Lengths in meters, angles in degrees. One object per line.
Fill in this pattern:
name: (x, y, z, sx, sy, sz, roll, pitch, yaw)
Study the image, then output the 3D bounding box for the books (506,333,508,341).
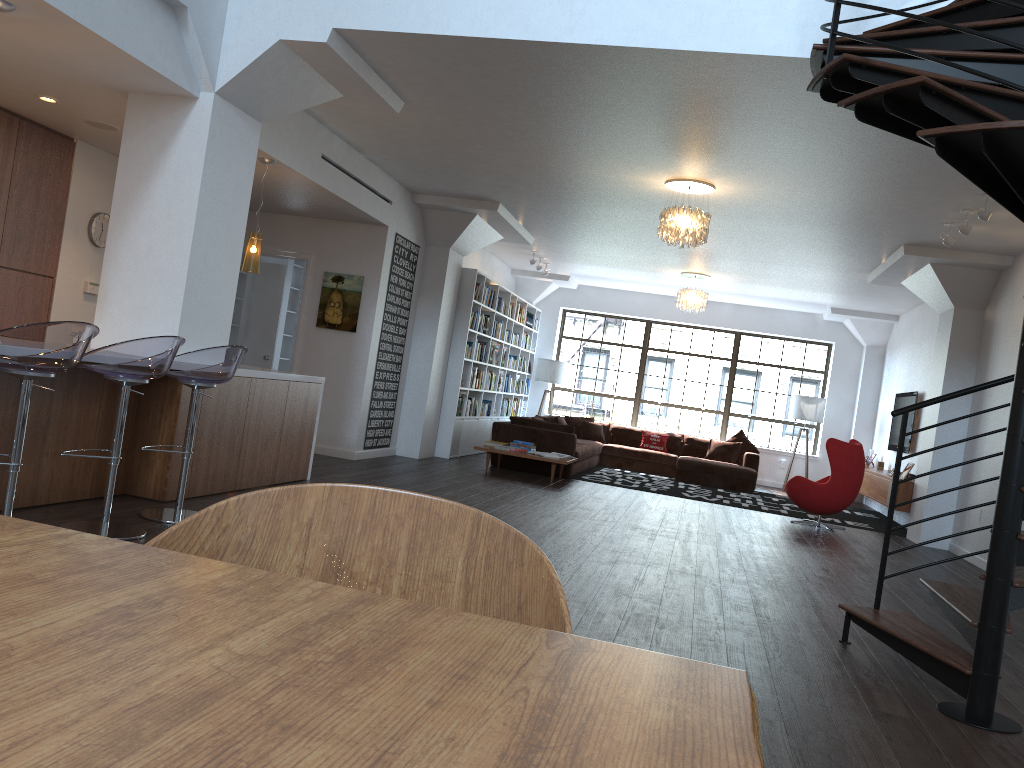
books: (-0.136, -0.722, 13.477, 0.128, 0.178, 0.021, 9, 0, 12)

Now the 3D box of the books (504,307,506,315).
books: (-0.150, -1.089, 13.142, 0.110, 0.153, 0.019, 9, 0, 12)

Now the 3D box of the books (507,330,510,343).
books: (-0.115, -0.731, 13.563, 0.146, 0.202, 0.027, 9, 0, 12)

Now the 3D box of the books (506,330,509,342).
books: (-0.131, -0.728, 13.506, 0.139, 0.191, 0.036, 9, 0, 12)

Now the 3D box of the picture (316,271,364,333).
picture: (-1.834, -0.875, 9.452, 0.450, 0.600, 0.030, 9, 0, 12)

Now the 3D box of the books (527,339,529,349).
books: (0.187, -0.707, 15.003, 0.183, 0.253, 0.034, 9, 0, 12)

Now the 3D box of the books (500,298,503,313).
books: (-0.225, -1.138, 12.858, 0.158, 0.226, 0.052, 9, 0, 12)

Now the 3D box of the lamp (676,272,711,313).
lamp: (2.593, -1.295, 12.713, 0.442, 0.539, 0.441, 9, 0, -35)

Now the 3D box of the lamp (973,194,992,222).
lamp: (3.596, -1.337, 6.736, 0.120, 0.211, 0.111, 9, 0, -13)

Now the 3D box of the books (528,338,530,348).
books: (0.212, -0.688, 15.073, 0.161, 0.223, 0.026, 9, 0, 12)

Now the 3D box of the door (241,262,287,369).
door: (-3.204, -0.460, 10.583, 0.826, 2.032, 0.174, 9, 0, 12)

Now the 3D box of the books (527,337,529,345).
books: (0.187, -0.692, 14.972, 0.161, 0.223, 0.027, 9, 0, 12)

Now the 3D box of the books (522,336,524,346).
books: (0.103, -0.706, 14.552, 0.161, 0.223, 0.026, 9, 0, 12)

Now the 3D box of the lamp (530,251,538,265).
lamp: (0.311, -1.811, 12.786, 0.120, 0.211, 0.111, 9, 0, -43)

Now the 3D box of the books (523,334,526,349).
books: (0.126, -0.717, 14.666, 0.183, 0.253, 0.034, 9, 0, 12)

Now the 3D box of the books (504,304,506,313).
books: (-0.158, -1.099, 13.126, 0.109, 0.171, 0.018, 9, 0, 12)

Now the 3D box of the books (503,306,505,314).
books: (-0.176, -1.105, 13.057, 0.128, 0.178, 0.021, 9, 0, 12)

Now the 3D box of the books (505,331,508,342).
books: (-0.143, -0.720, 13.451, 0.126, 0.173, 0.032, 9, 0, 12)

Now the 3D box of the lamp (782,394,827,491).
lamp: (4.751, 0.988, 14.528, 0.545, 1.579, 0.545, 8, 0, 23)

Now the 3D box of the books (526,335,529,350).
books: (0.173, -0.712, 14.906, 0.180, 0.259, 0.060, 9, 0, 12)

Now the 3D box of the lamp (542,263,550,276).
lamp: (0.529, -1.775, 13.787, 0.120, 0.211, 0.111, 9, 0, -13)

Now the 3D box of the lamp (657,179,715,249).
lamp: (1.520, -1.472, 7.770, 0.442, 0.539, 0.441, 9, 0, -35)

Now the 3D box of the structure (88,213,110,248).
structure: (-3.569, -1.337, 7.712, 0.040, 0.300, 0.300, 9, 0, 12)

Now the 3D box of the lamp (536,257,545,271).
lamp: (0.419, -1.794, 13.280, 0.120, 0.211, 0.111, 9, 0, -28)

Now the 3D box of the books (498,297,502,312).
books: (-0.230, -1.141, 12.809, 0.140, 0.231, 0.042, 9, 0, 12)

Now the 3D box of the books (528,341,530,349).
books: (0.208, -0.692, 15.106, 0.168, 0.231, 0.037, 9, 0, 12)

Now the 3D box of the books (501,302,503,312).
books: (-0.211, -1.138, 12.905, 0.140, 0.231, 0.042, 9, 0, 12)

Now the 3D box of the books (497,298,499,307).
books: (-0.274, -1.133, 12.620, 0.146, 0.202, 0.027, 9, 0, 12)

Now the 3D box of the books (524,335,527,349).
books: (0.142, -0.707, 14.787, 0.174, 0.240, 0.045, 9, 0, 12)

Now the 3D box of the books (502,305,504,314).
books: (-0.195, -1.118, 12.984, 0.136, 0.196, 0.045, 9, 0, 12)

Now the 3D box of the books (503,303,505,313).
books: (-0.179, -1.106, 13.035, 0.128, 0.178, 0.022, 9, 0, 12)

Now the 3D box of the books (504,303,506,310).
books: (-0.177, -1.108, 13.084, 0.134, 0.184, 0.030, 9, 0, 12)

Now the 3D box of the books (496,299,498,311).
books: (-0.276, -1.129, 12.587, 0.139, 0.191, 0.036, 9, 0, 12)

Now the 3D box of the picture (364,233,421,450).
picture: (-1.341, -0.450, 9.995, 0.021, 2.380, 0.800, 9, 0, 13)

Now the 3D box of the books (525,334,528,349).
books: (0.162, -0.711, 14.823, 0.183, 0.253, 0.034, 9, 0, 12)

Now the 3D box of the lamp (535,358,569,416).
lamp: (0.607, 0.369, 15.557, 0.545, 1.579, 0.545, 9, 0, 1)

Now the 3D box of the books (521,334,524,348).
books: (0.098, -0.720, 14.527, 0.160, 0.250, 0.026, 9, 0, 12)

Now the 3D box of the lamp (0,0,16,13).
lamp: (-1.466, -1.709, 5.179, 2.842, 1.807, 0.149, 9, 0, -38)

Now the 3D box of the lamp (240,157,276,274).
lamp: (-2.001, -1.325, 7.002, 0.149, 0.900, 0.149, 9, 0, -33)

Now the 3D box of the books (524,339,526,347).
books: (0.141, -0.699, 14.751, 0.161, 0.223, 0.027, 9, 0, 12)

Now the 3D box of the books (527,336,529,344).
books: (0.185, -0.706, 14.947, 0.160, 0.250, 0.026, 9, 0, 12)

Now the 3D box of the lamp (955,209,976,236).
lamp: (3.707, -1.318, 7.242, 0.120, 0.211, 0.111, 9, 0, -28)

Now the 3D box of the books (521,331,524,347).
books: (0.076, -0.741, 14.486, 0.198, 0.284, 0.066, 9, 0, 12)

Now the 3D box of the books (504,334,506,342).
books: (-0.150, -0.716, 13.376, 0.106, 0.162, 0.032, 9, 0, 12)

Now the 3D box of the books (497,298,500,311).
books: (-0.260, -1.131, 12.644, 0.146, 0.202, 0.027, 9, 0, 12)

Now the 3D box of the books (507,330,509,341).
books: (-0.129, -0.733, 13.539, 0.146, 0.202, 0.027, 9, 0, 12)

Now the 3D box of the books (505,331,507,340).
books: (-0.145, -0.718, 13.400, 0.107, 0.167, 0.017, 9, 0, 12)

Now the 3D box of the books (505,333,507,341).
books: (-0.149, -0.719, 13.423, 0.122, 0.169, 0.023, 9, 0, 12)

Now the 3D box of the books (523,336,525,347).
books: (0.115, -0.719, 14.634, 0.183, 0.253, 0.034, 9, 0, 12)

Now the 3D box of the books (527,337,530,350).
books: (0.195, -0.699, 15.041, 0.174, 0.240, 0.045, 9, 0, 12)

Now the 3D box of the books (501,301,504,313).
books: (-0.201, -1.116, 12.943, 0.139, 0.191, 0.036, 9, 0, 12)

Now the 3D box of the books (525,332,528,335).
books: (0.163, -0.730, 14.859, 0.176, 0.290, 0.036, 9, 0, 12)

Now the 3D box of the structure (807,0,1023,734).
structure: (2.156, -0.839, 3.492, 1.998, 4.352, 1.998, 9, 0, -27)

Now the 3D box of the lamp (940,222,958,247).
lamp: (3.814, -1.301, 7.736, 0.120, 0.211, 0.111, 9, 0, -43)

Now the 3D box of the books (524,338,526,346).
books: (0.132, -0.712, 14.711, 0.171, 0.246, 0.057, 9, 0, 12)

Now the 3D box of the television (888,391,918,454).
television: (5.313, 0.519, 12.078, 0.013, 0.816, 1.324, 9, 0, 12)

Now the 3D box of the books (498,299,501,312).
books: (-0.246, -1.129, 12.725, 0.146, 0.202, 0.027, 9, 0, 12)

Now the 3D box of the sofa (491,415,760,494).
sofa: (1.837, 1.007, 12.773, 3.481, 0.664, 4.197, 9, 0, 12)

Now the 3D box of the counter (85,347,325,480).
counter: (-2.001, 0.301, 3.444, 3.039, 0.860, 8.182, 9, 0, -17)
